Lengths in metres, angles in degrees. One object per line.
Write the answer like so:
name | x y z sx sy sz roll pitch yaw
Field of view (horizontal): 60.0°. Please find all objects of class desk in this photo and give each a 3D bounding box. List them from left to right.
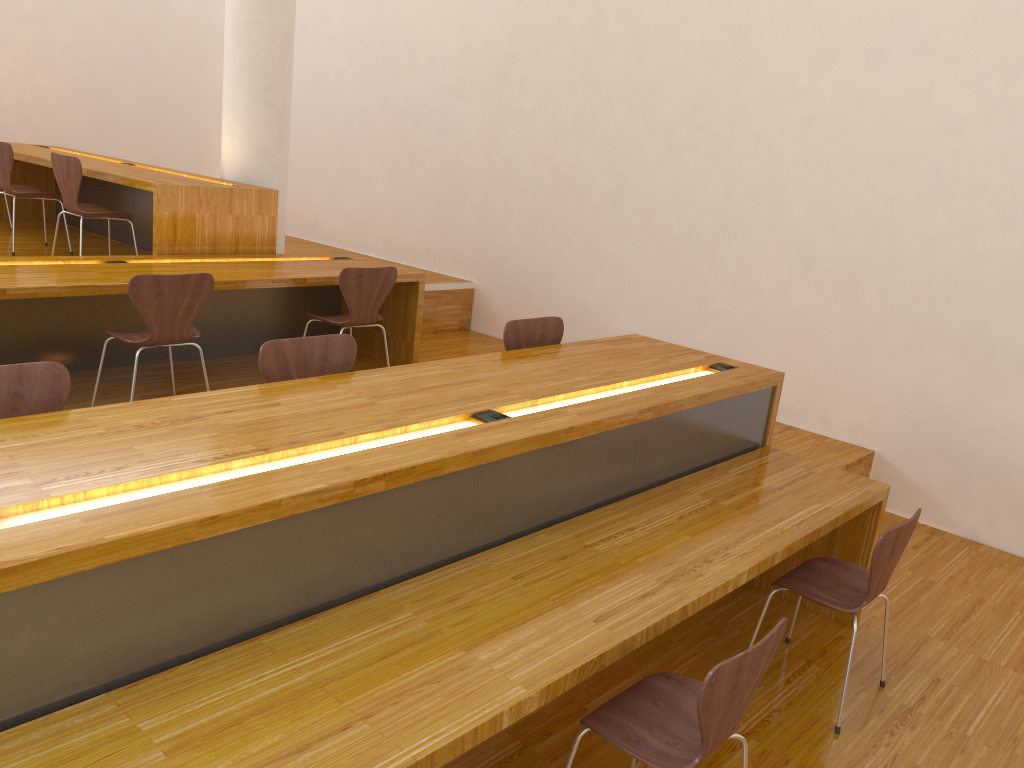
desk | -2.862 -1.226 6.109 3.185 0.606 0.760 19 19 39
desk | -1.884 -0.282 4.454 0.760 0.606 3.185 19 19 39
desk | -0.067 0.554 2.702 1.285 0.918 3.236 19 19 39

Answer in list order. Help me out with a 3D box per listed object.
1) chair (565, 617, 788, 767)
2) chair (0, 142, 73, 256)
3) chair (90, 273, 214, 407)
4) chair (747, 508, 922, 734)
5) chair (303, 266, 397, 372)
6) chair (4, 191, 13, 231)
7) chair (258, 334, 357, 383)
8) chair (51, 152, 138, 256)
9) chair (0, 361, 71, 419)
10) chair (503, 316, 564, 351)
chair | 0.373 0.860 2.173 0.381 0.693 0.428 19 19 39
chair | -3.158 -1.219 5.800 0.428 0.693 0.381 19 19 39
chair | -1.624 -0.187 4.020 0.381 0.693 0.428 19 19 39
chair | 1.086 0.719 3.025 0.381 0.693 0.428 19 19 39
chair | -0.910 -0.328 4.871 0.381 0.693 0.428 19 19 39
chair | -3.961 -1.504 6.526 0.428 0.693 0.381 19 19 39
chair | -0.586 0.220 2.932 0.381 0.693 0.428 19 19 39
chair | -2.439 -0.976 5.194 0.428 0.693 0.381 19 19 39
chair | -1.230 0.334 2.213 0.381 0.693 0.428 19 19 39
chair | 0.184 0.099 3.735 0.381 0.693 0.428 19 19 39
